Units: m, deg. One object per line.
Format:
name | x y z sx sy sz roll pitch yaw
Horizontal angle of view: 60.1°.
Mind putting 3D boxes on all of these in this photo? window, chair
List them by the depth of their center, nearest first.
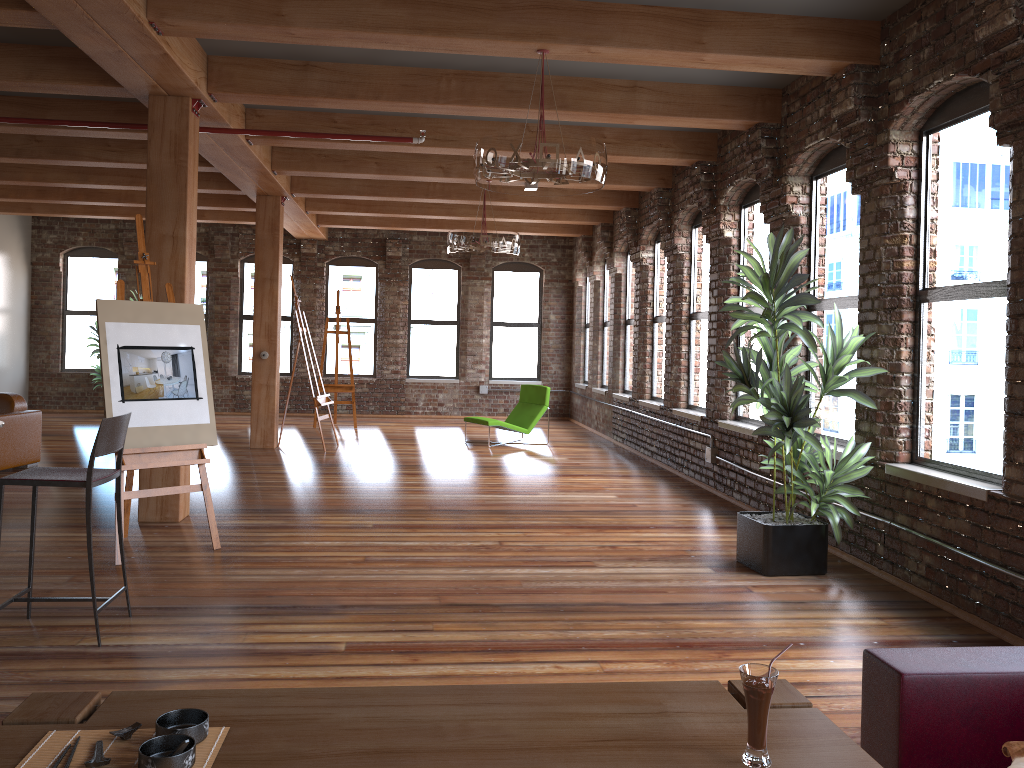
chair | 1.375 1.004 1.787 0.865 0.592 1.072 1 2 -6
chair | -2.019 0.629 4.011 0.466 0.981 0.430 1 0 -6
window | 2.442 -0.545 4.874 0.235 2.215 0.969 1 0 -6
window | 2.279 -0.615 6.332 0.235 2.215 0.969 1 0 -6
window | 2.115 -0.685 7.791 0.232 2.215 0.969 1 0 -6
chair | -5.288 0.466 8.543 1.064 0.735 0.831 2 1 4
window | 1.955 -0.755 9.249 0.236 2.215 0.969 1 0 -6
window | 1.790 -0.825 10.707 0.230 2.215 0.969 1 0 -6
chair | -0.072 0.410 11.970 0.955 0.796 0.681 1 1 -31
window | 1.629 -0.895 12.162 0.233 2.215 0.969 1 0 -6
window | 1.466 -0.965 13.621 0.231 2.215 0.969 1 0 -6
window | 1.301 -1.036 15.106 0.232 2.215 0.969 1 0 -6
window | -7.268 -1.282 15.333 0.968 2.169 0.086 1 0 -6
window | -5.785 -1.253 15.498 0.968 2.169 0.086 1 0 -6
window | -4.318 -1.191 15.593 0.968 2.227 0.221 1 0 -6
window | -2.862 -1.163 15.756 0.968 2.227 0.221 1 0 -6
window | -1.399 -1.138 15.920 0.968 2.218 0.219 1 0 -6
window | 0.078 -1.109 16.084 0.968 2.218 0.219 1 0 -6

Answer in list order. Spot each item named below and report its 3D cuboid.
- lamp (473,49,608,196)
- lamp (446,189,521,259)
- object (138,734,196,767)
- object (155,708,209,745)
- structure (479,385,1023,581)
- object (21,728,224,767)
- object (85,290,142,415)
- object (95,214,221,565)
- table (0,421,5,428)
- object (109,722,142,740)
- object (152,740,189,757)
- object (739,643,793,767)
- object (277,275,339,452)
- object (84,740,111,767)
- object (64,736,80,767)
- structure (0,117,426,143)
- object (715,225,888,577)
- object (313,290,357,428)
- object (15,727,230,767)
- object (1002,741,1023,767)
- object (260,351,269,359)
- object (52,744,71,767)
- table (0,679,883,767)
lamp | 0.178 -1.607 5.351 0.810 0.815 0.809 2 2 36
lamp | -0.303 -1.815 9.673 0.810 0.815 0.809 2 1 30
object | -0.634 0.686 1.629 0.099 0.043 0.099 3 3 31
object | -0.650 0.681 1.746 0.099 0.043 0.099 2 2 20
structure | 1.758 0.533 9.427 1.633 0.313 13.721 1 3 -13
object | -0.727 0.710 1.561 0.332 0.003 0.471 1 3 -6
object | -6.455 -0.520 14.628 1.080 2.103 0.967 1 0 -28
object | -2.288 -0.031 5.650 0.685 2.140 0.701 2 0 44
table | -2.731 0.646 4.021 0.722 0.924 0.721 2 1 18
object | -0.763 0.689 1.748 0.018 0.021 0.059 2 2 36
object | -0.613 0.661 1.607 0.045 0.080 0.137 1 2 -41
object | 0.486 0.619 1.713 0.095 0.232 0.076 2 0 27
object | -2.537 -0.279 10.975 0.685 2.140 0.662 1 0 4
object | -0.772 0.688 1.656 0.045 0.030 0.153 1 3 -22
object | -0.814 0.701 1.618 0.007 0.008 0.270 1 3 -17
structure | -4.105 -2.138 7.052 6.807 0.112 0.051 1 0 -6
object | 1.746 0.095 5.541 0.966 2.103 1.080 1 0 7
object | -2.734 -0.412 13.824 0.662 2.140 0.685 1 0 -11
object | -0.726 0.710 1.561 0.352 0.001 0.469 1 3 -6
object | 1.251 0.822 1.836 0.754 0.297 0.365 0 2 -35
object | -3.001 -0.348 10.730 0.095 0.095 0.061 1 1 -6
object | -0.829 0.702 1.580 0.007 0.008 0.270 1 3 -11
table | -0.156 0.998 1.620 1.750 0.550 0.901 1 2 -6
